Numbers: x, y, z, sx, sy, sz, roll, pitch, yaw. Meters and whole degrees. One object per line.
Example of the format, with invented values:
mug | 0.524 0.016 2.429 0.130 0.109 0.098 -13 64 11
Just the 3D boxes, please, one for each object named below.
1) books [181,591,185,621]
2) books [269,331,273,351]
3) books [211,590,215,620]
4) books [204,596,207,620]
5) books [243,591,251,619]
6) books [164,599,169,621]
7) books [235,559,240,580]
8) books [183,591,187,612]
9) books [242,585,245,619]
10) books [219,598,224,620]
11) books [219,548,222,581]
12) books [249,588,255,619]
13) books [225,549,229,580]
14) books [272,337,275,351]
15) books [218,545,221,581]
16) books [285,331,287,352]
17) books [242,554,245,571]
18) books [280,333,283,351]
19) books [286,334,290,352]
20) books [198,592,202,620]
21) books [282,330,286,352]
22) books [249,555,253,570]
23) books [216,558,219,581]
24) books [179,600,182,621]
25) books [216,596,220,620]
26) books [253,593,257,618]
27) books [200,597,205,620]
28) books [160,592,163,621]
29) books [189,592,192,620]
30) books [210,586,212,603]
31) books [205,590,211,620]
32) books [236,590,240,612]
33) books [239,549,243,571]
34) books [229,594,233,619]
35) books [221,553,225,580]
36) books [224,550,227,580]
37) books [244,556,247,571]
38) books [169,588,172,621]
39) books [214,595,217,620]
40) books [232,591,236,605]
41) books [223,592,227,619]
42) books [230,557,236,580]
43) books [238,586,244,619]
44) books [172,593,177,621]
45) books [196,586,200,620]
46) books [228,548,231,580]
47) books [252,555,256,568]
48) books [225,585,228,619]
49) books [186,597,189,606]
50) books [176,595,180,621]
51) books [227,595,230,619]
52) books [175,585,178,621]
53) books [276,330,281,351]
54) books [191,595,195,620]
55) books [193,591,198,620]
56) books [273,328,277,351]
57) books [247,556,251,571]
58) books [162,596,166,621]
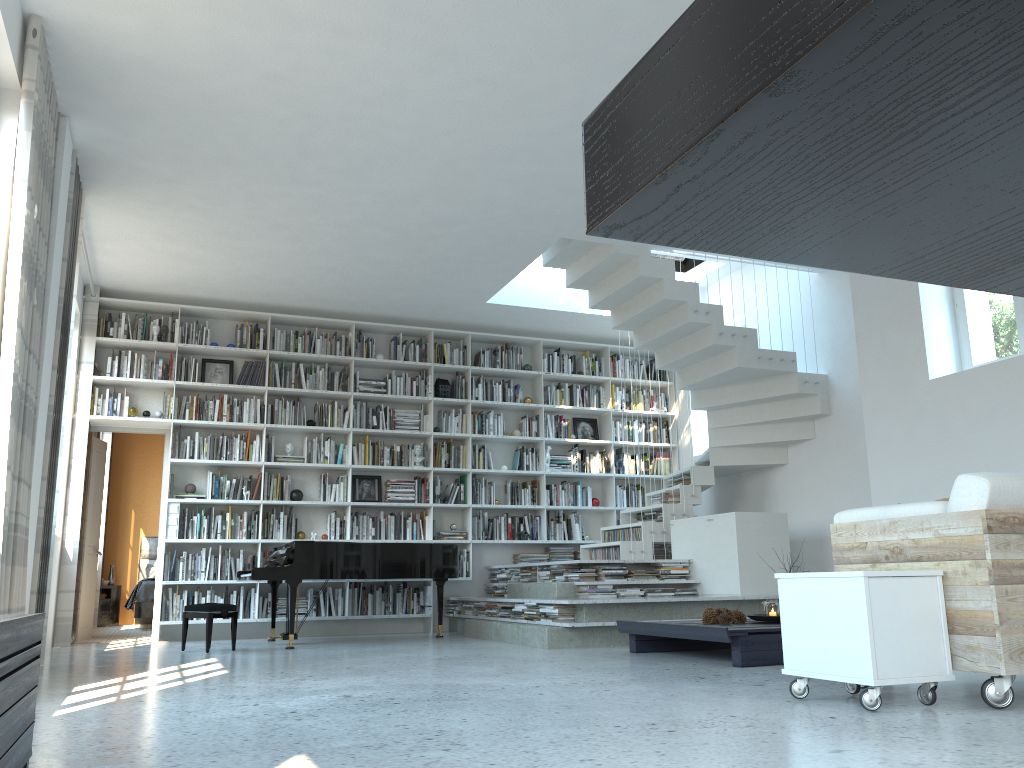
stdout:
books | -3.024 2.035 8.144 0.013 0.261 0.174 4 -13 -21
books | -2.436 -0.401 8.928 0.029 0.237 0.156 4 -13 -21
books | -2.786 2.052 8.244 0.025 0.265 0.160 4 -13 -21
books | -2.854 2.080 8.238 0.014 0.210 0.146 4 -13 -21
books | -2.507 2.082 8.373 0.065 0.255 0.156 4 -13 -21
books | -3.150 2.060 8.085 0.029 0.190 0.177 4 -13 -21
books | -2.607 1.761 8.410 0.030 0.202 0.142 4 -13 -21
books | -3.009 2.036 8.156 0.023 0.265 0.177 4 -13 -21
books | -2.535 2.051 8.343 0.012 0.303 0.166 4 -13 -21
books | -2.710 2.093 8.257 0.031 0.187 0.190 4 -13 -21
books | -2.744 1.700 8.341 0.012 0.294 0.176 4 -13 -21
books | -2.464 2.075 8.394 0.027 0.275 0.144 4 -13 -21
books | -2.693 1.708 8.370 0.022 0.290 0.138 4 -13 -21
books | -2.416 -0.370 8.946 0.024 0.182 0.133 4 -13 -21
books | -2.753 1.683 8.332 0.014 0.324 0.171 4 -13 -21
books | -2.302 -0.398 8.982 0.012 0.249 0.174 4 -13 -21
books | -2.552 1.739 8.398 0.011 0.239 0.175 4 -13 -21
books | -2.340 -0.386 8.965 0.023 0.219 0.181 4 -13 -21
books | -2.278 -0.379 8.974 0.029 0.207 0.179 4 -13 -21
books | -2.897 2.058 8.220 0.022 0.246 0.135 4 -13 -21
books | -2.320 -0.399 8.980 0.023 0.251 0.171 4 -13 -21
books | -2.496 1.751 8.450 0.026 0.235 0.141 4 -13 -21
books | -2.773 1.743 8.334 0.013 0.209 0.155 4 -13 -21
books | -3.047 2.075 8.147 0.022 0.185 0.145 4 -13 -21
books | -2.740 2.084 8.254 0.028 0.206 0.171 4 -13 -21
books | -2.428 2.089 8.359 0.017 0.232 0.213 4 -13 -21
books | -2.864 2.077 8.202 0.030 0.201 0.168 4 -13 -21
books | -3.200 2.032 8.100 0.012 0.253 0.161 4 -13 -21
books | -2.975 2.049 8.188 0.022 0.251 0.140 4 -13 -21
books | -2.811 2.036 8.258 0.014 0.303 0.139 4 -13 -21
books | -2.824 2.049 8.229 0.031 0.265 0.187 4 -13 -21
books | -2.590 2.074 8.351 0.040 0.263 0.137 4 -13 -21
books | -2.579 1.719 8.421 0.025 0.287 0.131 4 -13 -21
books | -2.636 2.085 8.308 0.022 0.224 0.141 4 -13 -21
books | -2.732 1.725 8.361 0.029 0.254 0.153 4 -13 -21
books | -2.713 1.713 8.374 0.013 0.283 0.139 4 -13 -21
books | -2.546 1.753 8.436 0.030 0.226 0.140 4 -13 -21
books | -3.129 2.015 8.120 0.045 0.293 0.181 4 -13 -21
books | -2.764 2.077 8.247 0.021 0.217 0.191 4 -13 -21
books | -2.612 2.071 8.318 0.027 0.255 0.179 4 -13 -21
books | -2.685 2.068 8.273 0.023 0.243 0.188 4 -13 -21
books | -2.641 1.748 8.379 0.059 0.215 0.177 4 -13 -21
books | -2.551 2.054 8.339 0.021 0.295 0.188 4 -13 -21
books | -3.099 2.042 8.134 0.024 0.246 0.143 4 -13 -21
books | -2.907 2.026 8.200 0.013 0.300 0.184 4 -13 -21
books | -2.675 1.703 8.373 0.013 0.300 0.173 4 -13 -21
books | -2.467 1.754 8.452 0.030 0.230 0.151 4 -13 -21
books | -2.680 2.043 8.314 0.013 0.309 0.131 4 -13 -21
books | -2.994 2.070 8.172 0.022 0.205 0.159 4 -13 -21
books | -3.064 2.052 8.137 0.022 0.225 0.155 4 -13 -21
books | -2.662 2.091 8.309 0.024 0.213 0.137 4 -13 -21
books | -3.082 2.007 8.145 0.011 0.318 0.158 4 -13 -21
books | -2.368 -0.404 8.963 0.031 0.254 0.145 4 -13 -21
books | -2.951 2.064 8.184 0.022 0.220 0.163 4 -13 -21
books | -2.930 2.049 8.202 0.027 0.256 0.160 4 -13 -21
books | -2.399 -0.413 8.973 0.021 0.278 0.141 4 -13 -21
books | -2.505 1.746 8.408 0.023 0.227 0.190 4 -13 -21
books | -3.184 2.052 8.103 0.023 0.215 0.159 4 -13 -21
